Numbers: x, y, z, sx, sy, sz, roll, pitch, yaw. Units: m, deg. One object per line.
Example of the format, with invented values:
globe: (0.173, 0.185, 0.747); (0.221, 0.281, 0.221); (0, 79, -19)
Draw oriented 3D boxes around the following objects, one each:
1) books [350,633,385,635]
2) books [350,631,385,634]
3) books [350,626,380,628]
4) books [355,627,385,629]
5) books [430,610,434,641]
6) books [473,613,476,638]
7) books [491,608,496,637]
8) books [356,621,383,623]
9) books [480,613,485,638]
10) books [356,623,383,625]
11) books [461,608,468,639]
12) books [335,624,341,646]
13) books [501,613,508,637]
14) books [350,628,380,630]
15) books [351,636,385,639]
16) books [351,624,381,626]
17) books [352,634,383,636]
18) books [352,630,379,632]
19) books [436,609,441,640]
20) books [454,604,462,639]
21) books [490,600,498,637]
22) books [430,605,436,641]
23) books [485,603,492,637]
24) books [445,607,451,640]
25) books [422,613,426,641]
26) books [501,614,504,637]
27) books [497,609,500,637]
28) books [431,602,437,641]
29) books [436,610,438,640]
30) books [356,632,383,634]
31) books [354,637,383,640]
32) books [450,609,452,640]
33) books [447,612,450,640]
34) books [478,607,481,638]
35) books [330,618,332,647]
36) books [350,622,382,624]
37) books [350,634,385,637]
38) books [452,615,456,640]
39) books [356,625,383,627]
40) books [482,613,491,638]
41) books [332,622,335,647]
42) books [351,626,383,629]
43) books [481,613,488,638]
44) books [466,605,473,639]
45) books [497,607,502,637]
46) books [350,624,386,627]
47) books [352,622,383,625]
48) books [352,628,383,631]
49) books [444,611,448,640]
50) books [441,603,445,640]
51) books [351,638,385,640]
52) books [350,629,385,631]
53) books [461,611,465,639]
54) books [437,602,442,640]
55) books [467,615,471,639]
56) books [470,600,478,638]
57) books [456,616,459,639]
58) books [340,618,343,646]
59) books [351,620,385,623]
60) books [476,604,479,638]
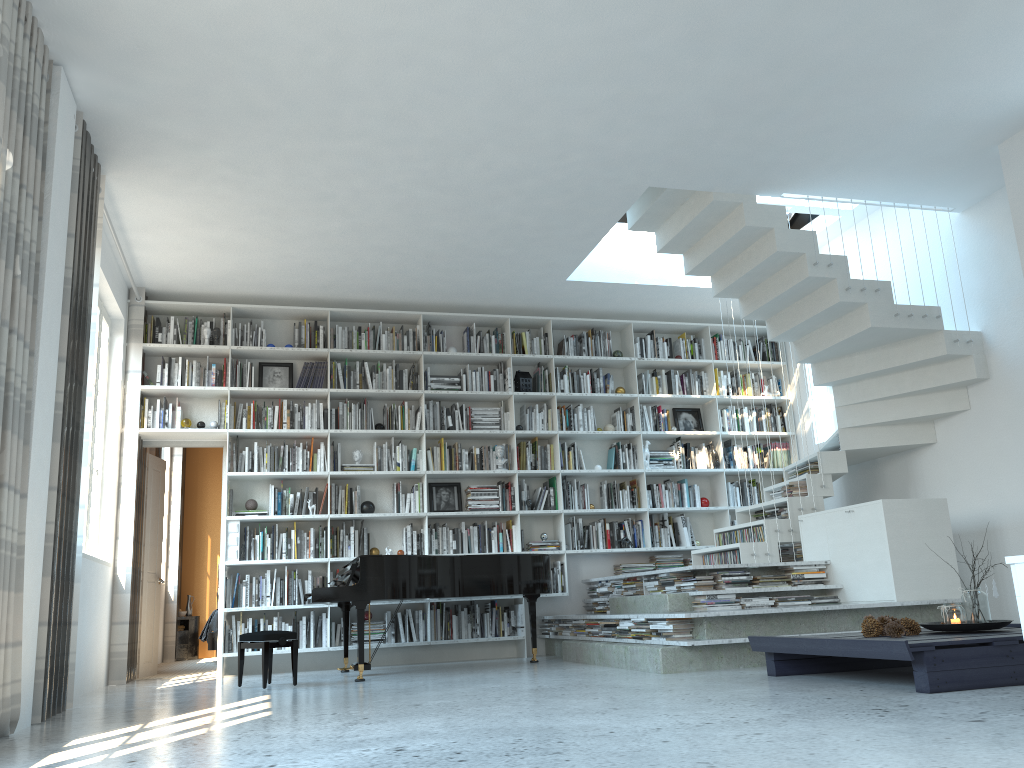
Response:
books: (-1.235, 2.138, 7.586); (0.285, 0.007, 0.160); (2, -15, -20)
books: (-1.238, 2.127, 7.599); (0.285, 0.007, 0.160); (1, -15, -14)
books: (-1.241, 2.081, 7.602); (0.285, 0.005, 0.160); (2, -15, -19)
books: (-1.243, 2.094, 7.606); (0.285, 0.005, 0.160); (1, -15, -16)
books: (-0.709, 2.106, 7.733); (0.026, 0.255, 0.184); (1, -14, -15)
books: (-0.354, 2.136, 7.834); (0.022, 0.212, 0.167); (1, -14, -15)
books: (-0.182, 2.116, 7.867); (0.044, 0.250, 0.187); (1, -14, -15)
books: (-1.242, 2.046, 7.618); (0.254, 0.005, 0.161); (1, -15, -14)
books: (-0.279, 2.142, 7.871); (0.040, 0.212, 0.129); (1, -14, -15)
books: (-1.242, 2.063, 7.616); (0.254, 0.005, 0.161); (1, -15, -15)
books: (-0.419, 2.114, 7.832); (0.028, 0.260, 0.133); (1, -14, -15)
books: (-1.482, 2.129, 7.524); (0.053, 0.183, 0.148); (1, -14, -15)
books: (-0.078, 2.143, 7.902); (0.022, 0.204, 0.191); (1, -14, -15)
books: (-1.243, 2.099, 7.605); (0.285, 0.005, 0.160); (1, -15, -14)
books: (-1.235, 2.166, 7.587); (0.285, 0.007, 0.160); (1, -15, -13)
books: (-1.239, 2.065, 7.605); (0.254, 0.005, 0.161); (2, -15, -20)
books: (-1.237, 2.147, 7.593); (0.254, 0.007, 0.161); (1, -15, -14)
books: (-1.242, 2.115, 7.603); (0.254, 0.005, 0.161); (1, -15, -15)
books: (-0.654, 2.108, 7.769); (0.025, 0.263, 0.145); (1, -14, -15)
books: (-0.474, 2.096, 7.819); (0.026, 0.293, 0.155); (1, -14, -15)
books: (-0.157, 2.086, 7.886); (0.013, 0.316, 0.187); (1, -14, -15)
books: (-0.691, 2.085, 7.744); (0.014, 0.300, 0.185); (1, -14, -15)
books: (-0.212, 2.098, 7.874); (0.011, 0.292, 0.184); (1, -14, -15)
books: (-0.560, 2.105, 7.798); (0.012, 0.275, 0.155); (1, -14, -15)
books: (-0.769, 2.121, 7.742); (0.021, 0.237, 0.116); (1, -14, -15)
books: (-0.103, 2.152, 7.904); (0.024, 0.190, 0.155); (1, -14, -15)
books: (-0.141, 2.130, 7.904); (0.028, 0.238, 0.140); (1, -14, -15)
books: (-0.683, 2.070, 7.768); (0.014, 0.339, 0.140); (1, -14, -15)
books: (-0.673, 2.113, 7.773); (0.010, 0.258, 0.131); (1, -14, -15)
books: (-1.238, 2.134, 7.597); (0.254, 0.007, 0.161); (1, -15, -14)
books: (-1.234, 2.173, 7.581); (0.254, 0.007, 0.161); (2, -15, -19)
books: (-0.548, 2.115, 7.800); (0.012, 0.254, 0.151); (1, -14, -15)
books: (-0.570, 2.121, 7.787); (0.012, 0.238, 0.129); (1, -14, -15)
books: (-0.309, 2.115, 7.861); (0.024, 0.261, 0.132); (1, -14, -15)
books: (-1.541, 2.108, 7.525); (0.012, 0.230, 0.138); (1, -14, -15)
books: (-1.243, 2.052, 7.619); (0.285, 0.005, 0.160); (1, -15, -15)
books: (-1.235, 2.152, 7.585); (0.285, 0.007, 0.160); (2, -15, -19)
books: (-0.522, 2.133, 7.776); (0.028, 0.206, 0.175); (1, -14, -15)
books: (-1.239, 2.076, 7.604); (0.254, 0.005, 0.161); (0, -15, -12)
books: (-0.229, 2.137, 7.858); (0.029, 0.209, 0.171); (1, -14, -15)
books: (-1.521, 2.123, 7.522); (0.025, 0.197, 0.160); (1, -14, -15)
books: (-1.244, 2.089, 7.609); (0.254, 0.005, 0.161); (1, -15, -15)
books: (-0.247, 2.138, 7.847); (0.010, 0.205, 0.180); (1, -14, -15)
books: (-0.372, 2.099, 7.833); (0.013, 0.284, 0.185); (1, -14, -15)
books: (-0.119, 2.117, 7.898); (0.011, 0.257, 0.172); (1, -14, -15)
books: (-1.240, 2.072, 7.607); (0.285, 0.005, 0.160); (2, -15, -18)
books: (-1.242, 2.057, 7.617); (0.254, 0.005, 0.161); (1, -15, -15)
books: (-1.242, 2.104, 7.603); (0.254, 0.005, 0.161); (1, -15, -16)
books: (-0.587, 2.118, 7.786); (0.022, 0.246, 0.144); (1, -14, -15)
books: (-0.613, 2.084, 7.777); (0.034, 0.310, 0.170); (1, -14, -15)
books: (-1.232, 2.179, 7.577); (0.285, 0.007, 0.160); (0, -14, -11)
books: (-1.241, 2.109, 7.600); (0.285, 0.005, 0.160); (2, -15, -17)
books: (-0.446, 2.126, 7.822); (0.030, 0.234, 0.138); (1, -14, -15)
books: (-0.636, 2.070, 7.773); (0.012, 0.336, 0.144); (1, -14, -15)
books: (-0.391, 2.142, 7.831); (0.024, 0.203, 0.145); (1, -14, -15)
books: (-0.338, 2.074, 7.844); (0.014, 0.335, 0.183); (1, -14, -15)
books: (-0.502, 2.146, 7.811); (0.030, 0.196, 0.143); (1, -14, -15)
books: (-1.445, 2.106, 7.537); (0.023, 0.231, 0.164); (1, -14, -15)
books: (-1.240, 2.039, 7.611); (0.285, 0.005, 0.160); (0, -14, -11)
books: (-0.324, 2.098, 7.844); (0.014, 0.287, 0.185); (1, -14, -15)
